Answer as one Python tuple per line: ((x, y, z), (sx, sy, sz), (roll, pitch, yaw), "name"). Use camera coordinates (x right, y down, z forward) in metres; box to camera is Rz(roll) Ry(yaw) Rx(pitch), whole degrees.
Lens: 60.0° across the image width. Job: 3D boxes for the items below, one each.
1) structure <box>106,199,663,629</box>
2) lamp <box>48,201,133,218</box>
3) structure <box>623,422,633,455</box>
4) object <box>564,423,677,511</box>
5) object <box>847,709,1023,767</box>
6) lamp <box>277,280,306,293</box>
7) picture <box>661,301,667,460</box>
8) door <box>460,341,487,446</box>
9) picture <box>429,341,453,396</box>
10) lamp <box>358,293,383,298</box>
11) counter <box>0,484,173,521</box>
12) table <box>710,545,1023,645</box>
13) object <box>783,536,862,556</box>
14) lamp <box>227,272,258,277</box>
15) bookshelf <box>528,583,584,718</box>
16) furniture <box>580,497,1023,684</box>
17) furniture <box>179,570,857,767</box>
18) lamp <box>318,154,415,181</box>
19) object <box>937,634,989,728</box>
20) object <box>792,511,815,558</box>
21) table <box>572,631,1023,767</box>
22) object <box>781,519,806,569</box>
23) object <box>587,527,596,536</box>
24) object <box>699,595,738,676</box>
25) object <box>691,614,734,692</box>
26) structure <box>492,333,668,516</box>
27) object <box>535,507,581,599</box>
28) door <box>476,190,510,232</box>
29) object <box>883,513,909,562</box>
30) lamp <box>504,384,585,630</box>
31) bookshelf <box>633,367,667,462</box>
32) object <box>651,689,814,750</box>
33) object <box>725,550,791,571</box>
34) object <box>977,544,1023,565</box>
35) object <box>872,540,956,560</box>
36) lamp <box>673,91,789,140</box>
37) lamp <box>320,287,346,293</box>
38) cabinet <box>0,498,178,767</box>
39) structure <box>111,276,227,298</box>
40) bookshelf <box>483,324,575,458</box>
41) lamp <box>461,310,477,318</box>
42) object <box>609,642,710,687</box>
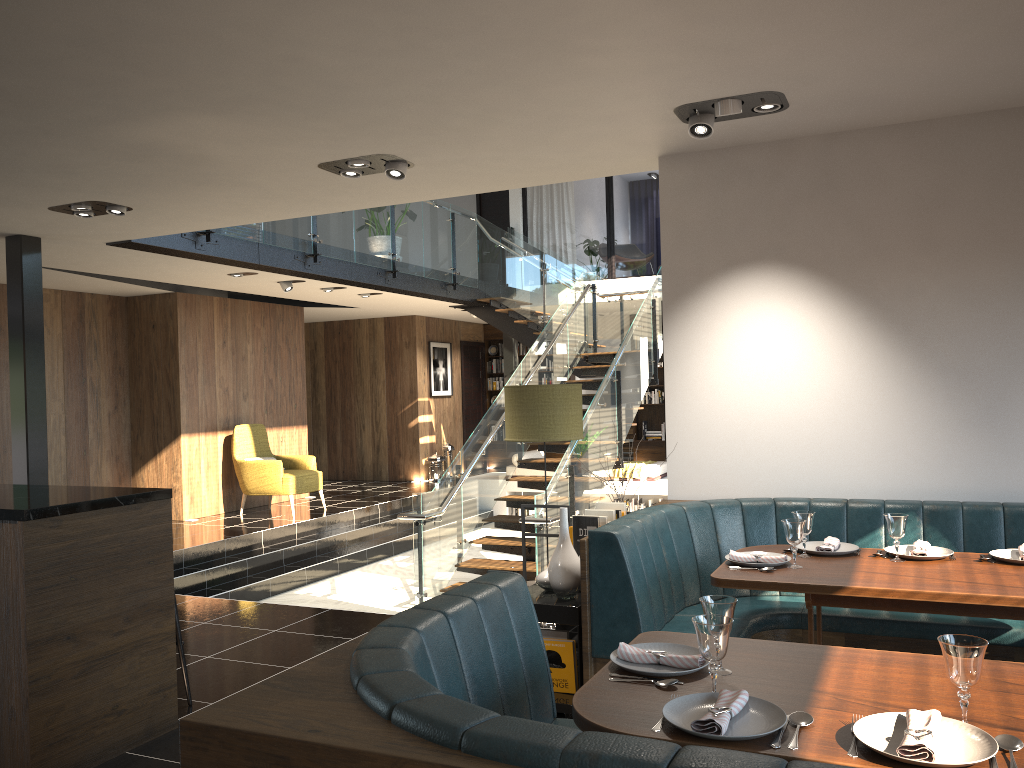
((-0.396, 0.026, 9.841), (3.448, 4.868, 7.278), (-2, 0, 24), "structure")
((-2.777, -1.209, 5.840), (0.501, 0.194, 0.349), (-2, 0, 25), "lamp")
((3.500, 1.004, 18.708), (6.277, 0.982, 0.885), (-2, 0, 25), "structure")
((0.537, 0.572, 4.811), (0.607, 0.744, 0.406), (-2, 0, -15), "object")
((0.854, 0.716, 1.800), (0.324, 0.051, 0.269), (-2, -1, 28), "object")
((-2.436, -1.140, 9.789), (0.346, 0.247, 0.195), (-2, 0, 25), "lamp")
((1.034, -0.024, 5.410), (0.028, 0.911, 0.748), (-1, 0, 25), "picture")
((-0.715, 0.405, 16.129), (0.104, 2.347, 0.931), (-1, 0, 25), "door")
((-1.198, -0.252, 14.994), (0.028, 0.911, 0.748), (-1, 0, 25), "picture")
((-1.793, -1.181, 11.199), (0.346, 0.177, 0.195), (-2, 0, 25), "lamp")
((-3.233, 0.525, 4.249), (3.574, 0.041, 0.698), (-2, -1, 25), "counter")
((1.644, 1.065, 3.529), (1.538, 0.661, 0.822), (-2, 0, 25), "table")
((1.381, 0.720, 3.943), (0.324, 0.051, 0.269), (-2, -1, 28), "object")
((-2.759, -1.182, 9.083), (0.346, 0.158, 0.195), (-2, 0, 25), "lamp")
((0.396, 1.195, 4.416), (0.356, 0.500, 1.304), (-2, 0, 25), "bookshelf")
((1.760, 0.982, 3.772), (2.610, 0.822, 1.365), (-2, 0, 25), "furniture")
((0.825, 0.992, 1.820), (2.610, 0.822, 1.365), (-2, 0, 25), "furniture")
((-0.813, -1.254, 4.944), (0.501, 0.231, 0.349), (-2, 0, 25), "lamp")
((0.966, 0.643, 1.895), (0.098, 0.192, 0.098), (-2, 0, 22), "object")
((1.266, 0.651, 3.844), (0.098, 0.192, 0.098), (-2, 0, 22), "object")
((0.948, 1.072, 2.064), (1.538, 0.661, 0.822), (-2, 0, 25), "table")
((1.153, 0.652, 3.619), (0.098, 0.192, 0.098), (-2, 0, 22), "object")
((0.378, 0.805, 4.187), (0.047, 0.262, 0.020), (-2, 0, 25), "object")
((0.542, 0.658, 2.320), (0.098, 0.192, 0.098), (-2, 0, 22), "object")
((0.482, 0.658, 2.121), (0.098, 0.192, 0.098), (-2, 0, 22), "object")
((1.126, 0.419, 13.318), (3.782, 3.245, 1.148), (-2, 0, 25), "structure")
((0.260, 0.747, 4.004), (0.319, 0.398, 0.316), (-2, 0, 1), "object")
((-0.203, -2.621, 16.422), (0.931, 2.347, 0.104), (-2, 0, 25), "door")
((1.603, 0.640, 3.694), (0.098, 0.192, 0.098), (-2, 0, 22), "object")
((0.266, 0.725, 4.905), (0.637, 1.445, 0.437), (-2, 0, -40), "lamp")
((3.083, 0.113, 15.070), (2.090, 2.683, 0.273), (-2, 0, 25), "bookshelf")
((0.485, 0.728, 1.959), (0.324, 0.051, 0.269), (-2, -1, 28), "object")
((1.025, 0.728, 3.711), (0.269, 0.051, 0.324), (-2, -1, 28), "object")
((2.087, 0.697, 3.631), (0.324, 0.051, 0.269), (-2, -1, 28), "object")
((1.718, 0.709, 3.789), (0.324, 0.051, 0.269), (-2, -1, 28), "object")
((1.014, -1.305, 4.109), (0.501, 0.248, 0.349), (-2, 0, 25), "lamp")
((-2.115, -1.178, 10.493), (0.346, 0.177, 0.195), (-2, 0, 25), "lamp")
((-3.220, 1.043, 4.252), (3.564, 0.994, 0.698), (-2, 0, 25), "cabinet")
((-6.273, 0.174, 10.022), (1.964, 3.018, 6.661), (-2, 0, 25), "structure")
((0.332, 0.203, 16.327), (1.704, 2.683, 0.273), (-2, 0, 25), "bookshelf")
((-0.628, -1.150, 13.742), (0.346, 0.262, 0.195), (-2, 0, 25), "lamp")
((0.391, 0.734, 2.375), (0.269, 0.051, 0.324), (-2, -1, 28), "object")
